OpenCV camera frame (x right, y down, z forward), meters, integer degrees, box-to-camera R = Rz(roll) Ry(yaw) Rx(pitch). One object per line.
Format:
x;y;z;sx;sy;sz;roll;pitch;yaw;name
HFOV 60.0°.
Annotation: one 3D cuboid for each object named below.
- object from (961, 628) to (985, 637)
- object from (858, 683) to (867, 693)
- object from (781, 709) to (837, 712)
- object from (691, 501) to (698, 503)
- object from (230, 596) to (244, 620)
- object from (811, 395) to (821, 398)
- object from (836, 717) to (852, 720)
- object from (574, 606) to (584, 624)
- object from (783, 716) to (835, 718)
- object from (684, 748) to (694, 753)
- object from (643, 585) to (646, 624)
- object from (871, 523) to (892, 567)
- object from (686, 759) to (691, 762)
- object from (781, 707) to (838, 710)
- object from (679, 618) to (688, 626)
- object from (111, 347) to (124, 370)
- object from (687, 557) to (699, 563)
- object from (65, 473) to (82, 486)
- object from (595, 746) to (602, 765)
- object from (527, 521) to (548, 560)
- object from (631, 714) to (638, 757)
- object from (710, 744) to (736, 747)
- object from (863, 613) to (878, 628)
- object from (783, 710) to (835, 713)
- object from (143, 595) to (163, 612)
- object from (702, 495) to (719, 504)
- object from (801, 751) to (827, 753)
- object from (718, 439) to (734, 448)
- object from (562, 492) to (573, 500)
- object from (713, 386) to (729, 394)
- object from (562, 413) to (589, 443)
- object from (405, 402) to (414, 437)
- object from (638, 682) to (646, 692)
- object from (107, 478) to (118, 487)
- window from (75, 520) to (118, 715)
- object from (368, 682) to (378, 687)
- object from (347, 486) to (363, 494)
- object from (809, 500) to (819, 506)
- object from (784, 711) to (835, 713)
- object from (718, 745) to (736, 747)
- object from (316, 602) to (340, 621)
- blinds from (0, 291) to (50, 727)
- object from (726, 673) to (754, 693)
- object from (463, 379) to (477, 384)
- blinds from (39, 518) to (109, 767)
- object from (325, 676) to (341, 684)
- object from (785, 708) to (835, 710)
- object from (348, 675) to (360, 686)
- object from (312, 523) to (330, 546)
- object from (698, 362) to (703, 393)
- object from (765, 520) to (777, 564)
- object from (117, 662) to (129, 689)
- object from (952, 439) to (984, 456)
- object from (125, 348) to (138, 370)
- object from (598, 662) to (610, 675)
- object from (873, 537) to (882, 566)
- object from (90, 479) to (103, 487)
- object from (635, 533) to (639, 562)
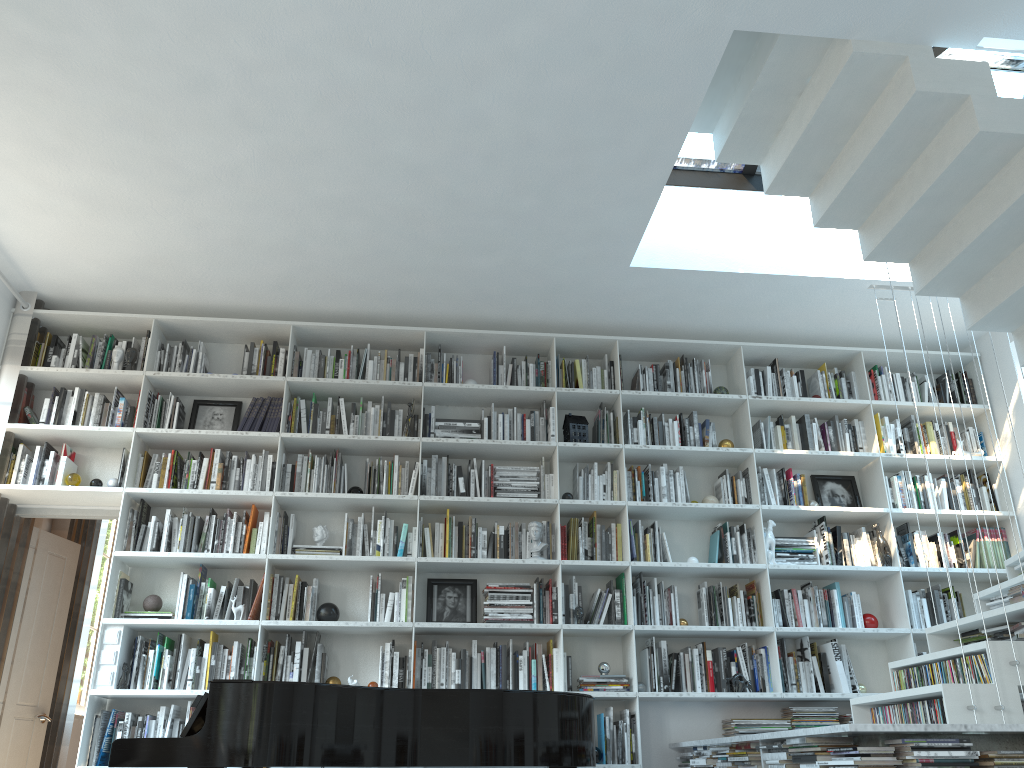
2.391;1.258;4.483;0.161;0.025;0.175;1;-24;-2;object
2.079;1.826;5.294;0.071;0.072;0.072;-20;-30;38;object
1.748;1.925;5.228;0.285;0.005;0.160;2;-24;-6;object
1.153;0.772;5.609;0.068;0.068;0.068;12;-26;-26;object
-1.534;1.254;4.943;0.082;0.139;0.044;9;-25;-21;object
2.034;0.108;5.927;0.071;0.072;0.072;-20;-30;38;object
2.115;1.980;5.249;0.327;0.008;0.208;2;-24;-6;object
0.391;1.341;5.131;0.054;0.113;0.080;3;-23;-7;object
1.745;1.959;5.212;0.254;0.005;0.161;2;-24;-6;object
1.076;2.071;5.012;0.131;0.024;0.291;1;-24;-4;object
0.785;1.359;5.366;0.007;0.265;0.135;2;-23;-6;object
2.305;1.010;5.517;0.087;0.287;0.075;-12;-26;26;object
1.072;2.118;4.991;0.135;0.011;0.222;1;-24;-2;object
1.749;1.910;5.221;0.285;0.005;0.160;0;-24;-1;object
1.021;1.444;5.320;0.071;0.072;0.072;-20;-30;38;object
-2.429;-0.137;5.448;0.067;0.197;0.068;-16;-28;33;object
1.109;1.096;5.441;0.071;0.072;0.072;-20;-30;38;object
-2.581;0.567;5.216;0.087;0.087;0.087;-20;-30;38;object
0.451;2.047;4.886;0.094;0.094;0.094;-20;-30;38;object
0.143;0.946;5.297;0.137;0.243;0.138;19;-30;-37;object
0.683;1.994;4.974;0.011;0.259;0.142;2;-23;-6;object
1.124;1.821;4.470;0.159;0.007;0.286;4;-24;-9;object
2.184;1.466;5.435;0.115;0.116;0.115;12;-26;-26;object
1.748;1.930;5.225;0.254;0.005;0.161;2;-24;-6;object
-2.040;1.251;5.036;0.105;0.106;0.105;12;-26;-26;object
1.264;0.766;5.651;0.112;0.112;0.112;12;-26;-26;object
1.249;1.457;3.509;0.142;0.006;0.204;3;-24;-8;object
1.384;0.407;5.729;0.101;0.101;0.101;12;-26;-26;object
0.343;0.704;5.463;0.071;0.072;0.072;-20;-30;38;object
1.383;0.067;5.868;0.104;0.105;0.104;-20;-30;38;object
0.408;0.307;5.672;0.135;0.247;0.136;6;-24;-15;object
-0.630;0.235;5.506;0.075;0.253;0.075;11;-26;-25;object
0.744;1.765;5.144;0.071;0.072;0.072;-20;-30;38;object
-2.363;0.594;5.262;0.071;0.072;0.072;12;-26;-26;object
-3.459;1.796;7.573;0.073;2.000;1.992;2;-24;-6;window
-0.777;1.697;4.960;0.061;0.062;0.061;-20;-30;38;object
-0.952;0.671;5.393;0.097;0.098;0.097;-20;-30;38;object
1.921;0.791;5.689;0.092;0.092;0.092;-20;-30;38;object
1.748;1.935;5.223;0.254;0.005;0.161;2;-24;-6;object
1.139;1.827;4.469;0.144;0.005;0.258;2;-24;-6;object
-1.062;1.330;5.118;0.134;0.134;0.134;-20;-30;38;object
-3.015;1.060;5.164;0.140;3.216;0.779;2;-23;-6;blinds
1.304;1.711;5.072;0.160;0.113;0.065;8;-24;-17;object
-0.270;0.022;5.748;0.105;0.105;0.105;12;-26;-26;object
-3.143;1.532;6.242;0.140;3.216;0.779;2;-23;-6;blinds
-1.005;1.691;4.982;0.091;0.091;0.091;12;-26;-26;object
1.748;1.919;5.228;0.254;0.005;0.161;2;-24;-5;object
-0.879;1.669;4.934;0.060;0.094;0.078;-4;-24;10;object
-1.148;0.911;5.310;0.095;0.156;0.122;-3;-24;7;object
1.258;0.013;5.984;0.006;0.296;0.130;2;-23;-6;object
1.580;0.973;5.426;0.087;0.287;0.075;-12;-26;26;object
-2.088;1.572;4.762;0.045;0.146;0.045;-14;-27;29;object
3.001;0.437;5.860;0.203;0.136;0.095;-4;-24;9;object
-2.348;-0.134;5.456;0.067;0.197;0.068;-16;-28;33;object
0.529;1.632;5.089;0.071;0.072;0.072;-20;-30;38;object
2.291;1.098;5.629;0.022;0.210;0.179;2;-23;-6;object
-2.471;0.598;5.270;0.071;0.072;0.072;12;-26;-26;object
0.758;1.042;5.480;0.013;0.207;0.140;2;-23;-6;object
